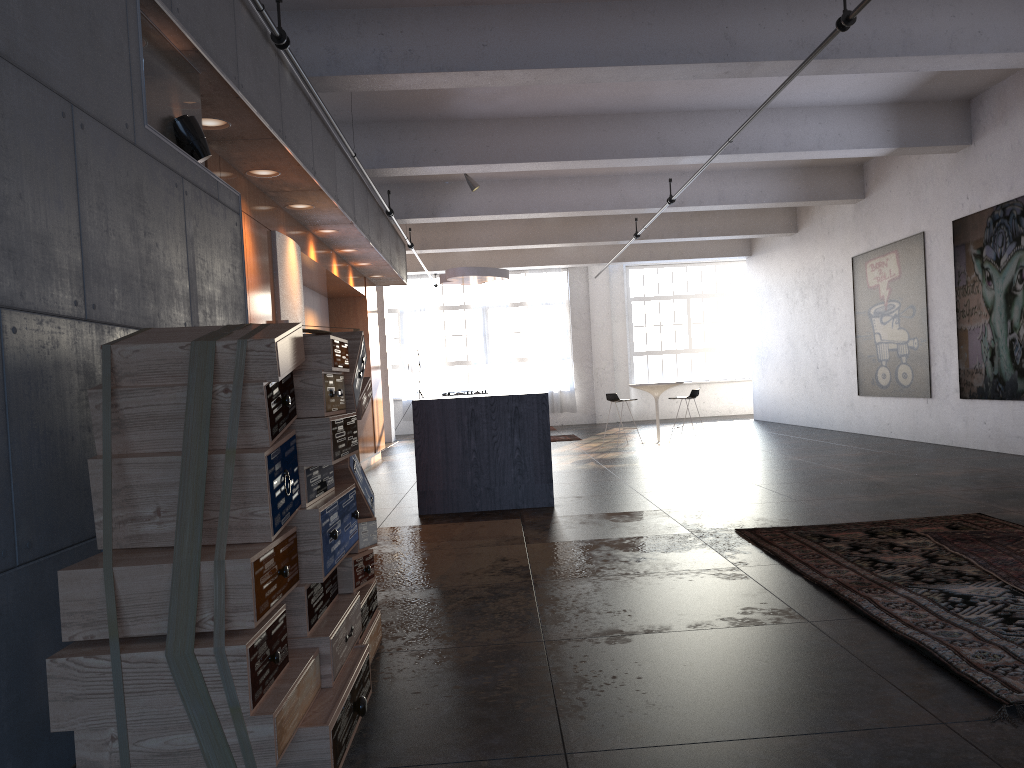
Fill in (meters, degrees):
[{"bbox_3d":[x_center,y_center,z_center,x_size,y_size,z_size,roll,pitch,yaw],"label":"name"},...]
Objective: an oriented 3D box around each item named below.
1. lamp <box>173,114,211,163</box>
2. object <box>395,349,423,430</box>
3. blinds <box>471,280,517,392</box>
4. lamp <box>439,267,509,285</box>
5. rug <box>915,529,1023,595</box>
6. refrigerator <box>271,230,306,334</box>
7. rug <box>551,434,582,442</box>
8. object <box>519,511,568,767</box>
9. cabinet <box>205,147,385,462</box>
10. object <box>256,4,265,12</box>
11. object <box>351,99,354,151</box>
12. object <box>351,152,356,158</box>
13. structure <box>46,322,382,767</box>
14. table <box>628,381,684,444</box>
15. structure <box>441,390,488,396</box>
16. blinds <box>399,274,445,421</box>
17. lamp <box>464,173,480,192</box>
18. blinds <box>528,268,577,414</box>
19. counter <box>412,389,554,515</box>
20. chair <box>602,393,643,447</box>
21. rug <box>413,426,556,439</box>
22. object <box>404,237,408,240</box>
[{"bbox_3d":[-1.529,-1.133,4.162,0.215,0.259,0.169,-3,1,-21],"label":"lamp"},{"bbox_3d":[-2.094,0.222,18.916,1.182,1.920,1.053,-3,1,-2],"label":"object"},{"bbox_3d":[-0.448,-1.072,20.990,1.040,3.699,0.337,-3,1,-6],"label":"blinds"},{"bbox_3d":[-0.672,-1.630,13.416,1.057,0.130,1.028,-3,0,44],"label":"lamp"},{"bbox_3d":[3.013,0.865,3.545,1.867,0.048,3.539,-3,0,8],"label":"rug"},{"bbox_3d":[-1.991,-0.182,7.860,0.220,2.192,0.952,-3,1,-4],"label":"refrigerator"},{"bbox_3d":[-0.215,1.056,16.334,2.890,0.029,1.850,-3,0,-3],"label":"rug"},{"bbox_3d":[-1.159,1.270,7.689,19.781,0.001,27.143,-3,0,-2],"label":"object"},{"bbox_3d":[-3.172,-0.215,9.766,2.383,2.563,8.088,-3,0,-1],"label":"cabinet"},{"bbox_3d":[-2.419,0.018,10.633,0.063,0.051,0.053,-3,1,-10],"label":"object"},{"bbox_3d":[-2.400,0.059,10.584,0.050,0.053,0.065,-3,1,36],"label":"object"},{"bbox_3d":[-2.436,0.064,10.626,0.052,0.053,0.062,-3,1,5],"label":"object"},{"bbox_3d":[-0.803,0.446,3.036,0.639,1.316,1.909,-3,0,-1],"label":"structure"},{"bbox_3d":[2.306,0.458,14.045,0.830,0.952,0.827,-3,1,-2],"label":"table"},{"bbox_3d":[-0.520,0.116,9.795,0.513,0.072,0.638,-3,0,-2],"label":"structure"},{"bbox_3d":[-2.146,-0.968,20.895,1.035,3.677,0.360,-3,1,-4],"label":"blinds"},{"bbox_3d":[-0.538,-2.711,11.819,0.225,0.287,0.130,-3,1,-19],"label":"lamp"},{"bbox_3d":[0.919,-1.154,21.079,1.033,3.753,0.341,-3,1,-5],"label":"blinds"},{"bbox_3d":[-0.299,0.595,10.752,1.144,0.971,6.641,-3,0,-1],"label":"counter"},{"bbox_3d":[1.693,0.582,13.688,0.513,0.896,0.456,-4,1,-25],"label":"chair"},{"bbox_3d":[-0.591,1.088,20.006,3.137,0.009,1.810,-3,0,-3],"label":"rug"},{"bbox_3d":[-3.855,0.656,4.198,0.943,1.215,13.260,-3,0,10],"label":"object"}]
